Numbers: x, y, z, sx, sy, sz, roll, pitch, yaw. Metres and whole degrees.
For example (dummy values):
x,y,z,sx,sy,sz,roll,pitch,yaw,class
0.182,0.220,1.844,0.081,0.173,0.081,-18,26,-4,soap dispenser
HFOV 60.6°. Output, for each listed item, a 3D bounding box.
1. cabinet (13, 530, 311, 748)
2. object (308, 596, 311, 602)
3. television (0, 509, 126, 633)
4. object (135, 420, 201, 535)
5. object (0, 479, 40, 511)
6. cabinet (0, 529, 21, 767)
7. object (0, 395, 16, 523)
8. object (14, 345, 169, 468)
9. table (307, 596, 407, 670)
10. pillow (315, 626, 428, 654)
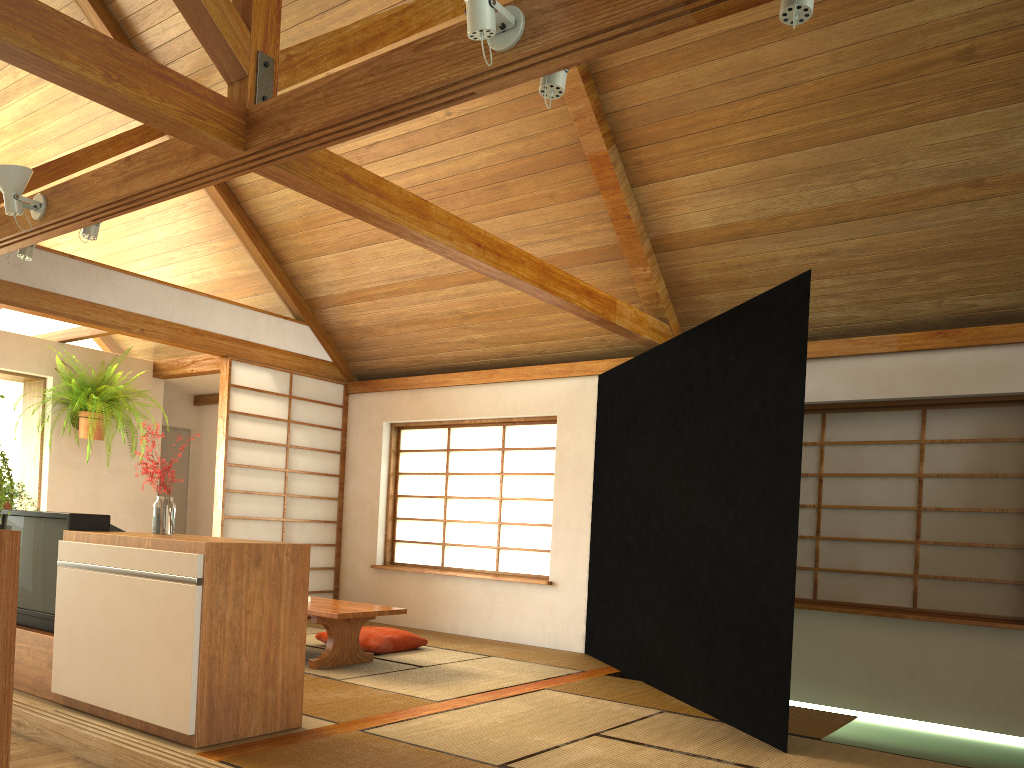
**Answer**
x,y,z,sx,sy,sz,roll,pitch,yaw,class
-2.109,1.057,4.173,2.834,0.735,0.524,-4,-7,37,cabinet
-1.284,1.308,5.324,0.122,0.030,0.117,1,-9,10,object
-2.084,0.888,4.197,0.685,0.536,0.462,-1,-6,36,television
-1.538,0.413,3.842,0.241,0.498,0.222,1,-2,42,object
-2.923,0.696,4.910,0.493,0.374,0.585,3,-7,-4,object
-2.296,0.605,1.298,0.897,0.873,2.628,-1,-9,35,cabinet
-1.503,0.197,2.233,0.428,0.349,0.528,6,-7,-29,object
-3.361,0.215,7.186,1.120,1.122,1.211,0,-6,29,object
-1.303,1.495,5.350,1.286,0.334,0.567,-4,-9,37,table
-0.949,1.707,5.884,0.600,0.130,0.526,-3,-11,35,pillow
